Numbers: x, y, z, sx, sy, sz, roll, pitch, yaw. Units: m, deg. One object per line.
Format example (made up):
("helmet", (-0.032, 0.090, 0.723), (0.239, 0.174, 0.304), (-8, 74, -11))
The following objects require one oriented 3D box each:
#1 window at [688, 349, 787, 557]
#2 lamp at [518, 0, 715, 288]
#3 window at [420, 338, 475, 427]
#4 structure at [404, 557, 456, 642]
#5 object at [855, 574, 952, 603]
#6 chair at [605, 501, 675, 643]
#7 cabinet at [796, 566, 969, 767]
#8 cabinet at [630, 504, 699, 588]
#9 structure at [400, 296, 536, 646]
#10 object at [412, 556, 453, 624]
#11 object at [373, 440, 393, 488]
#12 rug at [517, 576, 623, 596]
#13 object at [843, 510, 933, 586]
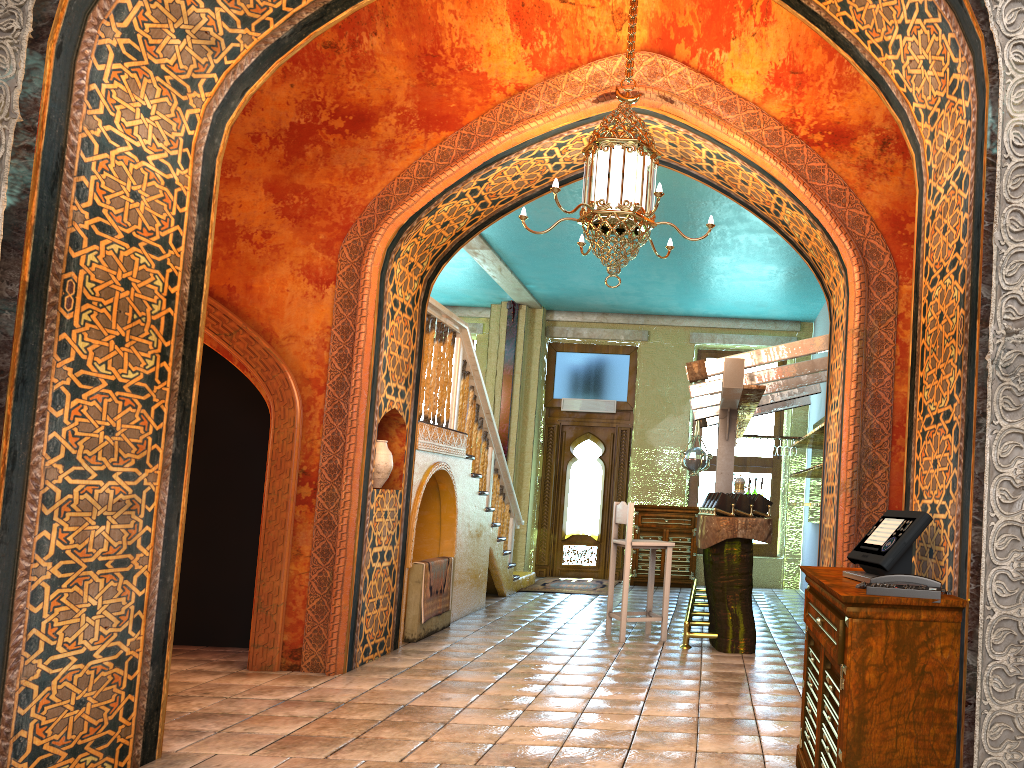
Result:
("window", (3.767, 1.141, 14.268), (1.527, 3.410, 0.089), (3, -4, 0))
("lamp", (0.738, -1.793, 5.584), (1.274, 2.359, 1.146), (3, -5, 6))
("window", (-1.529, 0.915, 14.245), (1.527, 3.410, 0.089), (3, -4, 0))
("structure", (-0.768, 2.030, 8.119), (0.106, 0.686, 1.041), (2, -6, 13))
("object", (1.530, 0.790, 3.321), (0.372, 0.086, 0.350), (0, -8, 21))
("chair", (1.275, 1.843, 8.439), (0.537, 1.332, 0.467), (5, -5, -18))
("cabinet", (1.587, 1.413, 3.834), (0.481, 1.050, 1.535), (2, -6, 12))
("cabinet", (2.476, 2.616, 13.715), (1.108, 1.300, 0.623), (3, -5, 3))
("structure", (-1.073, 1.122, 10.317), (1.754, 3.134, 6.039), (2, -7, 12))
("object", (-0.757, 1.941, 8.109), (0.147, 0.554, 0.908), (2, -6, 13))
("object", (-1.093, 0.646, 6.877), (0.232, 0.383, 0.273), (1, -5, 24))
("rug", (0.944, 3.078, 13.062), (1.285, 0.039, 2.462), (1, -7, 10))
("object", (1.659, 0.719, 3.786), (0.257, 0.317, 0.452), (3, -6, 0))
